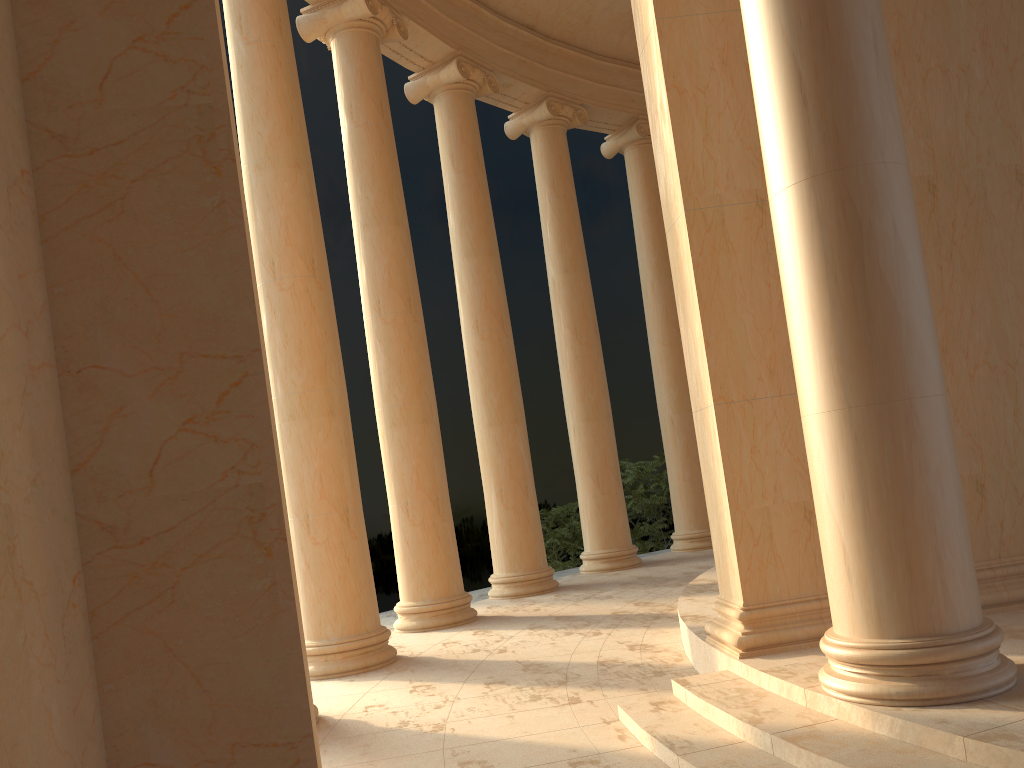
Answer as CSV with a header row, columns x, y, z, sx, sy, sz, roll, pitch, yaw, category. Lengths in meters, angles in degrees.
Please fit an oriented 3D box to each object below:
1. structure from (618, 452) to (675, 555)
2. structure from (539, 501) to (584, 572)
x,y,z,sx,sy,sz,roll,pitch,yaw,category
263.602,272.123,1605.208,247.056,298.532,238.669,-8,-4,-2,structure
77.949,301.350,1519.602,149.490,187.724,156.003,-9,-4,8,structure
